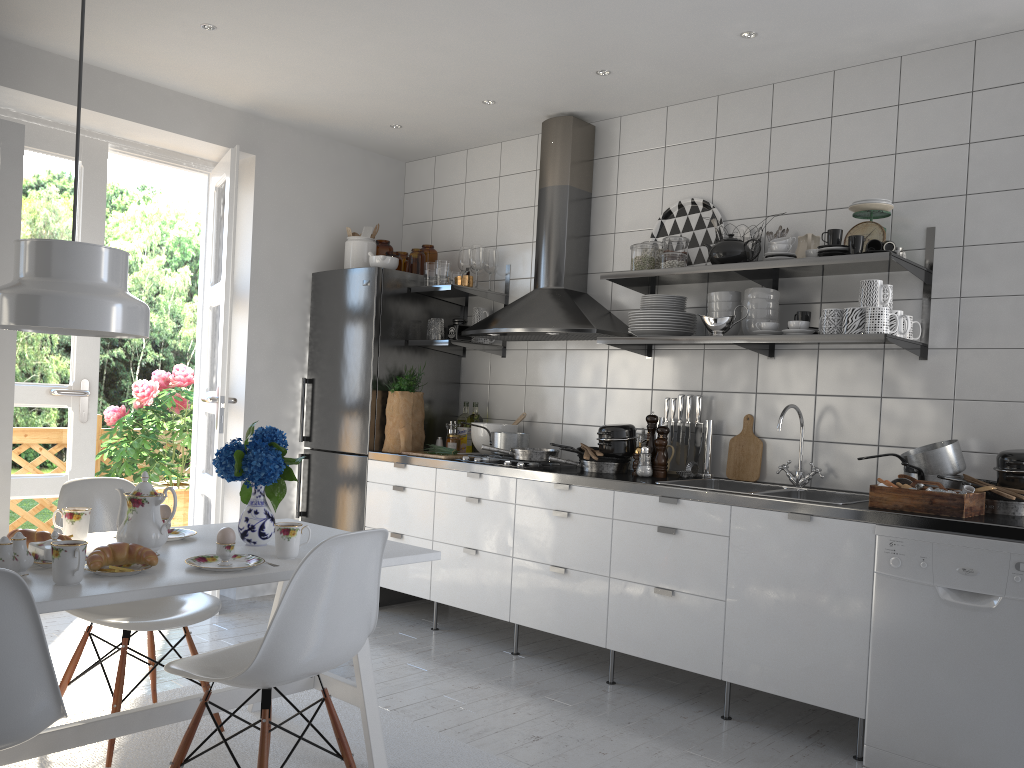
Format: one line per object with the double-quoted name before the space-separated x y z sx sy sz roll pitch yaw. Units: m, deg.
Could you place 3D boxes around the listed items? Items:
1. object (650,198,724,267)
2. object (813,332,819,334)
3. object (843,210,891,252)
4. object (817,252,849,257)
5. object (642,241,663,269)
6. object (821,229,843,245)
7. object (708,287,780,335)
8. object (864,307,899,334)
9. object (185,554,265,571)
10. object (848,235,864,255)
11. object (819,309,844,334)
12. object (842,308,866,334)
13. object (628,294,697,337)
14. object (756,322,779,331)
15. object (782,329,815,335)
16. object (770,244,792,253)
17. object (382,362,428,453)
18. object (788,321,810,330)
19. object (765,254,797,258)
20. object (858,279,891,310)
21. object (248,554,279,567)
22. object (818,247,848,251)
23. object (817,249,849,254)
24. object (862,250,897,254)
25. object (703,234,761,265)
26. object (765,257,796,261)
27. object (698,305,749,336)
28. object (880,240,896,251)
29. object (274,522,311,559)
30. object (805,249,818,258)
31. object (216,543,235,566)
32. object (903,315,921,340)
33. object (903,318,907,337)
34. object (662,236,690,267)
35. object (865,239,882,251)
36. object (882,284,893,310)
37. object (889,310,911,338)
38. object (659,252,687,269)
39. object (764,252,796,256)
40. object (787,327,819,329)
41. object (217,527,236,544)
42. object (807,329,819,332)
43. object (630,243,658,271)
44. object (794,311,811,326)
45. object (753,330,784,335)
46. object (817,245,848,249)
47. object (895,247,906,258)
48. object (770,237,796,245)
"object" 0.807 -0.665 4.104 0.394 0.394 0.053 3 1 42
"object" 1.161 -0.196 3.535 0.121 0.021 0.121 3 -1 -14
"object" 1.383 -0.557 3.431 0.159 0.209 0.185 3 0 42
"object" 1.207 -0.475 3.320 0.121 0.021 0.121 3 -1 19
"object" 0.644 -0.563 4.074 0.121 0.171 0.121 3 0 -28
"object" 1.205 -0.538 3.326 0.055 0.078 0.070 3 0 -28
"object" 0.973 -0.289 3.753 0.309 0.217 0.150 3 0 39
"object" 1.330 -0.224 3.192 0.108 0.100 0.083 3 0 31
"object" -0.750 0.470 2.318 0.201 0.016 0.200 4 -2 -43
"object" 1.258 -0.502 3.237 0.055 0.077 0.070 3 0 5
"object" 1.202 -0.228 3.328 0.083 0.100 0.108 3 0 11
"object" 1.268 -0.226 3.247 0.108 0.100 0.083 3 0 31
"object" 0.668 -0.290 3.932 0.301 0.195 0.306 3 -1 -44
"object" 1.010 -0.216 3.491 0.079 0.048 0.083 3 -1 34
"object" 1.093 -0.193 3.386 0.121 0.021 0.121 4 -2 -44
"object" 1.054 -0.519 3.476 0.079 0.050 0.082 3 -1 15
"object" -0.560 0.118 4.704 0.173 0.509 0.283 3 1 29
"object" 1.093 -0.214 3.384 0.083 0.048 0.079 3 -1 -36
"object" 1.054 -0.489 3.476 0.121 0.021 0.121 4 -2 -44
"object" 1.308 -0.325 3.211 0.083 0.100 0.108 3 0 -14
"object" -0.677 0.477 2.397 0.032 0.011 0.139 4 -1 -45
"object" 1.209 -0.494 3.319 0.121 0.023 0.121 3 -1 -17
"object" 1.207 -0.484 3.320 0.121 0.021 0.121 4 -2 -44
"object" 1.343 -0.469 3.244 0.121 0.021 0.121 4 -2 -44
"object" 0.901 -0.544 3.638 0.178 0.142 0.200 3 0 -7
"object" 1.054 -0.479 3.476 0.121 0.021 0.121 4 -2 -44
"object" 0.863 -0.256 3.642 0.209 0.135 0.102 3 0 24
"object" 1.366 -0.501 3.236 0.069 0.059 0.082 3 0 20
"object" -0.624 0.440 2.485 0.078 0.095 0.091 3 0 35
"object" 1.180 -0.494 3.445 0.083 0.048 0.079 3 -1 -36
"object" -0.749 0.443 2.318 0.048 0.057 0.048 3 0 -8
"object" 1.511 -0.210 3.408 0.108 0.100 0.083 3 0 31
"object" 1.428 -0.216 3.348 0.083 0.100 0.108 3 0 -14
"object" 0.723 -0.562 3.934 0.121 0.171 0.121 3 0 -28
"object" 1.331 -0.496 3.251 0.069 0.058 0.080 3 0 15
"object" 1.388 -0.318 3.337 0.083 0.100 0.108 3 0 11
"object" 1.412 -0.218 3.267 0.108 0.100 0.083 3 0 28
"object" 0.691 -0.520 3.813 0.121 0.079 0.121 3 -1 28
"object" 1.052 -0.499 3.478 0.121 0.024 0.121 2 -1 37
"object" 1.162 -0.215 3.537 0.121 0.023 0.121 2 -1 22
"object" -0.747 0.406 2.317 0.048 0.063 0.048 3 0 -44
"object" 1.162 -0.205 3.534 0.121 0.023 0.121 3 -1 13
"object" 0.582 -0.549 3.924 0.121 0.130 0.121 3 0 28
"object" 1.163 -0.250 3.543 0.055 0.078 0.070 3 0 2
"object" 1.010 -0.195 3.493 0.121 0.021 0.121 2 -1 39
"object" 1.207 -0.503 3.321 0.121 0.023 0.121 3 -1 -8
"object" 1.456 -0.485 3.336 0.066 0.067 0.053 3 0 43
"object" 1.056 -0.548 3.475 0.078 0.067 0.082 3 0 -33
